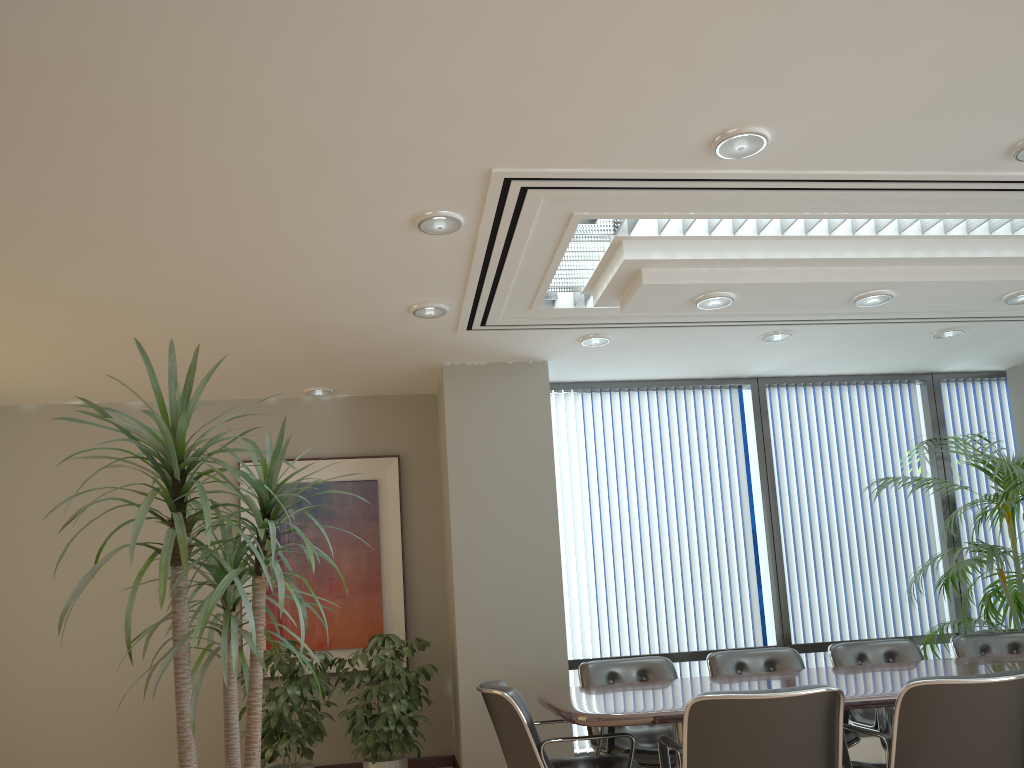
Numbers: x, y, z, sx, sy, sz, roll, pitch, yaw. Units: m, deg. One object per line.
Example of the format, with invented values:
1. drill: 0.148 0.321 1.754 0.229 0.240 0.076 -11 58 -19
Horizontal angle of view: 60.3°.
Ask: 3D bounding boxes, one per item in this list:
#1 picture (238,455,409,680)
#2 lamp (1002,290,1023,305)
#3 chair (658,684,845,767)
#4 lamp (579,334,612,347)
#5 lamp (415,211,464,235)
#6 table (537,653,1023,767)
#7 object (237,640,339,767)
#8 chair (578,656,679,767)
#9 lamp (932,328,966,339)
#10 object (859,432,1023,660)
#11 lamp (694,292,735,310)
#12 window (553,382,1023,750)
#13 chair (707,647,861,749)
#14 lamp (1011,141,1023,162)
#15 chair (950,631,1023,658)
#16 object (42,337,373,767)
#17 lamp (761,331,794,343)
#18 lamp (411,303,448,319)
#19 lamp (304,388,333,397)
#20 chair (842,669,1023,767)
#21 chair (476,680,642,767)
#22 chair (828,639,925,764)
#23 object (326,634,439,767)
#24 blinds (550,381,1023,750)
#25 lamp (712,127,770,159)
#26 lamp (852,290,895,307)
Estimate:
1. picture: -1.519 1.456 7.092 1.295 1.719 0.059 -2 -8 -8
2. lamp: 2.998 -0.504 5.159 0.226 0.035 0.229 -7 -14 16
3. chair: 1.000 1.707 3.760 0.753 0.844 0.873 -3 -11 -4
4. lamp: 0.584 -0.299 6.159 0.225 0.035 0.229 -6 -14 9
5. lamp: -0.340 -0.748 4.135 0.225 0.035 0.229 -2 -14 -4
6. table: 2.223 1.921 4.699 4.065 0.737 1.537 -2 -13 -8
7. object: -1.549 2.359 6.232 0.737 1.075 0.811 1 -11 -26
8. chair: 0.826 2.107 5.323 0.758 0.844 0.869 -1 -11 -13
9. lamp: 3.231 -0.368 6.523 0.226 0.035 0.229 -7 -14 16
10. object: 3.900 1.450 6.744 2.171 2.438 2.121 -6 -11 12
11. lamp: 1.127 -0.456 4.902 0.225 0.035 0.229 -6 -14 9
12. window: 4.297 1.062 6.405 7.448 2.864 3.562 -13 -15 37
13. chair: 1.663 2.095 5.478 0.758 0.844 0.869 -2 -11 -8
14. lamp: 2.248 -1.001 3.745 0.226 0.035 0.229 -7 -14 16
15. chair: 3.347 2.040 5.667 0.758 0.844 0.868 -3 -11 -3
16. object: -0.851 0.813 2.481 0.819 1.803 0.817 2 -11 -32
17. lamp: 1.907 -0.334 6.341 0.226 0.035 0.229 -7 -14 16
18. lamp: -0.498 -0.438 5.341 0.225 0.035 0.229 -6 -14 9
19. lamp: -1.561 0.069 7.119 0.225 0.035 0.229 -4 -14 2
20. chair: 1.878 1.673 3.836 0.758 0.844 0.869 -2 -11 -8
21. chair: 0.270 1.912 4.407 0.852 0.845 0.773 -2 -11 -8
22. chair: 2.611 1.862 4.772 0.758 0.842 2.578 -2 -13 -8
23. object: -0.930 2.359 6.381 0.740 1.075 0.808 -8 -11 23
24. blinds: 2.778 1.427 7.528 4.890 2.864 0.032 -2 -8 -8
25. lamp: 0.925 -0.966 3.563 0.225 0.035 0.229 1 -15 -18
26. lamp: 2.062 -0.480 5.031 0.226 0.035 0.229 -7 -14 16
